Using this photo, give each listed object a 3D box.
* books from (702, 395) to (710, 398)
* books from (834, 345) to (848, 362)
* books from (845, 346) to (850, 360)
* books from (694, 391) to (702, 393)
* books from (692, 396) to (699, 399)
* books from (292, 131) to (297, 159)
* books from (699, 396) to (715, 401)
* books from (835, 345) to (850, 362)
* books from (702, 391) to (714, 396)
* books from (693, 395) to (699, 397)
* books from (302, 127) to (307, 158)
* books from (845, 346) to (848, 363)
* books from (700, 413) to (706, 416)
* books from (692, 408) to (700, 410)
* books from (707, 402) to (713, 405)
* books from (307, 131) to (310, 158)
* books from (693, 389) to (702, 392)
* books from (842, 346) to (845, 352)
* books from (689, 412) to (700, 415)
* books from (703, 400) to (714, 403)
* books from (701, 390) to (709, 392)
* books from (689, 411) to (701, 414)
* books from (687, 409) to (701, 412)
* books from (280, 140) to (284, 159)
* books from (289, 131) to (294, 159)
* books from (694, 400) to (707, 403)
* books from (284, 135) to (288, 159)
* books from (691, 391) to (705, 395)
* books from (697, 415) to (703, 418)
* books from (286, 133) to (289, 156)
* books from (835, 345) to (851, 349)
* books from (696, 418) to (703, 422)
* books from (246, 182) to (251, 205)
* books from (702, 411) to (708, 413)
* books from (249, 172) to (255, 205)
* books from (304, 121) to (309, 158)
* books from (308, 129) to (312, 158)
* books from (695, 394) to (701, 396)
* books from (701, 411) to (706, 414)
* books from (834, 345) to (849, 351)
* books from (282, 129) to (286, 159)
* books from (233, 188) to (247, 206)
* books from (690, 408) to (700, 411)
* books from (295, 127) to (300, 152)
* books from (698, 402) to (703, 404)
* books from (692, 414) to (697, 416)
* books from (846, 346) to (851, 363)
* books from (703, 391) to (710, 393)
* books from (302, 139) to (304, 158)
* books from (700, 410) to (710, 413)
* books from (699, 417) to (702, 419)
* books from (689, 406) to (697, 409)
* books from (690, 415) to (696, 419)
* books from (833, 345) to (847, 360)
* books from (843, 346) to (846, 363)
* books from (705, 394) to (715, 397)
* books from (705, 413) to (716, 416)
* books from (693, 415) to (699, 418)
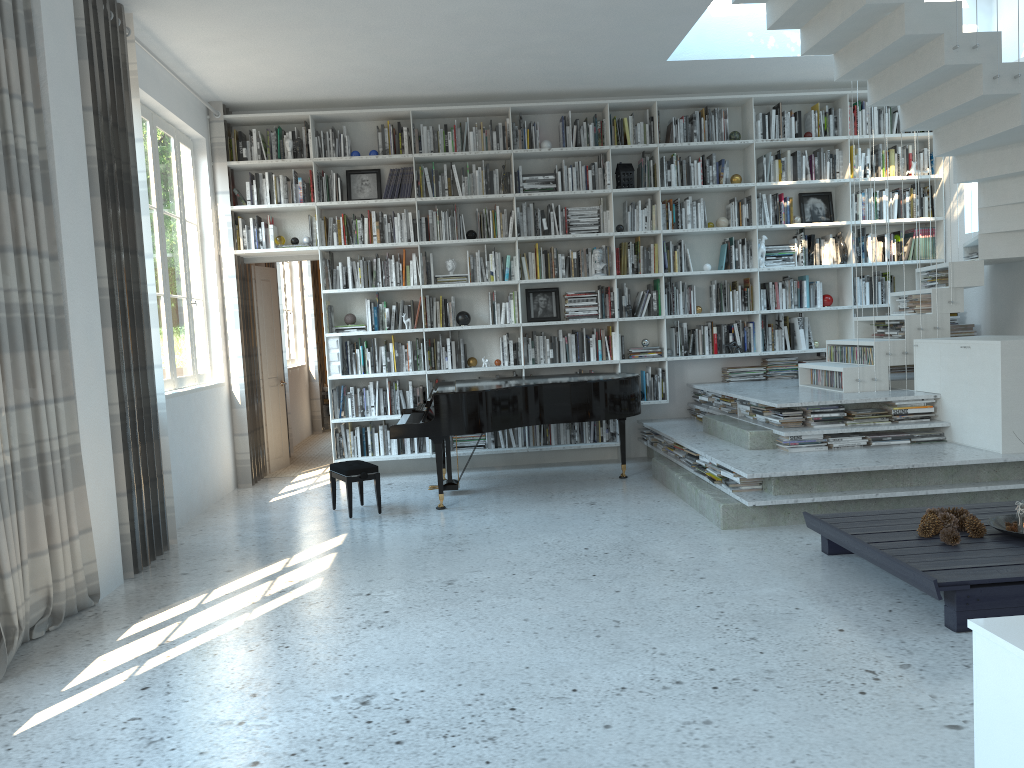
[{"bbox_3d":[1.752,0.101,7.647,0.171,0.007,0.206,-3,4,-1],"label":"books"},{"bbox_3d":[2.614,-0.240,7.024,0.125,0.125,0.008,-3,4,-3],"label":"books"},{"bbox_3d":[2.627,-0.228,6.823,0.125,0.125,0.010,-3,4,-3],"label":"books"},{"bbox_3d":[1.736,0.065,7.935,0.167,0.008,0.234,-3,4,-4],"label":"books"},{"bbox_3d":[1.735,0.118,7.939,0.179,0.012,0.261,-3,4,-3],"label":"books"},{"bbox_3d":[-1.857,-2.025,7.615,0.027,0.259,0.146,-3,4,-3],"label":"books"},{"bbox_3d":[1.742,0.120,7.647,0.189,0.030,0.237,-3,4,-6],"label":"books"},{"bbox_3d":[2.615,-0.239,7.007,0.125,0.125,0.010,-3,4,-3],"label":"books"},{"bbox_3d":[1.756,0.077,7.645,0.163,0.018,0.289,-3,4,-4],"label":"books"},{"bbox_3d":[1.741,0.107,7.938,0.156,0.009,0.287,-3,4,-5],"label":"books"},{"bbox_3d":[-1.769,-2.044,7.623,0.022,0.287,0.175,-3,4,-3],"label":"books"},{"bbox_3d":[2.626,-0.229,6.832,0.125,0.125,0.007,-3,4,-3],"label":"books"},{"bbox_3d":[1.731,0.264,7.671,0.159,0.009,0.228,-3,4,-2],"label":"books"},{"bbox_3d":[1.706,0.215,7.979,0.152,0.015,0.207,-3,4,2],"label":"books"},{"bbox_3d":[1.774,0.161,7.652,0.131,0.021,0.240,-3,4,-1],"label":"books"},{"bbox_3d":[-1.731,-2.032,7.627,0.025,0.260,0.138,-3,4,-3],"label":"books"},{"bbox_3d":[1.736,0.056,7.934,0.159,0.011,0.246,-3,4,-6],"label":"books"},{"bbox_3d":[2.624,-0.231,6.871,0.125,0.125,0.008,-3,4,-3],"label":"books"},{"bbox_3d":[1.709,0.261,7.982,0.170,0.012,0.215,-3,4,-3],"label":"books"},{"bbox_3d":[1.761,0.147,7.650,0.152,0.009,0.259,-3,4,-6],"label":"books"},{"bbox_3d":[1.745,0.051,7.643,0.171,0.020,0.193,-4,4,-8],"label":"books"},{"bbox_3d":[1.711,0.249,7.981,0.158,0.012,0.278,-3,4,-4],"label":"books"},{"bbox_3d":[1.698,0.235,7.980,0.184,0.006,0.262,-3,4,-2],"label":"books"},{"bbox_3d":[-1.960,-1.983,7.612,0.024,0.187,0.159,-3,4,-3],"label":"books"},{"bbox_3d":[-1.881,-2.021,7.617,0.021,0.253,0.179,-3,4,-3],"label":"books"},{"bbox_3d":[1.741,0.149,7.941,0.163,0.017,0.232,-3,4,-1],"label":"books"},{"bbox_3d":[-1.926,-2.005,7.618,0.021,0.226,0.156,-3,4,-3],"label":"books"},{"bbox_3d":[1.727,0.077,7.935,0.171,0.015,0.252,-4,4,-8],"label":"books"},{"bbox_3d":[1.718,0.278,7.671,0.180,0.017,0.182,-3,4,-6],"label":"books"},{"bbox_3d":[-1.903,-2.014,7.606,0.025,0.244,0.167,-3,4,-3],"label":"books"},{"bbox_3d":[2.616,-0.238,6.997,0.125,0.125,0.010,-3,4,-3],"label":"books"},{"bbox_3d":[1.714,0.305,7.673,0.187,0.009,0.260,-3,4,0],"label":"books"},{"bbox_3d":[-2.248,-1.615,7.625,0.034,0.218,0.166,-3,4,-3],"label":"books"},{"bbox_3d":[1.730,0.238,7.669,0.144,0.009,0.249,-3,4,1],"label":"books"},{"bbox_3d":[-2.228,-1.656,7.626,0.011,0.297,0.162,-3,4,-3],"label":"books"},{"bbox_3d":[-1.752,-2.070,7.617,0.014,0.338,0.167,-3,4,-3],"label":"books"},{"bbox_3d":[-1.703,-2.028,7.592,0.024,0.252,0.234,-3,4,-3],"label":"books"},{"bbox_3d":[1.749,0.099,7.938,0.145,0.008,0.297,-3,4,-4],"label":"books"},{"bbox_3d":[1.736,0.251,7.670,0.137,0.018,0.200,-4,4,-7],"label":"books"},{"bbox_3d":[2.615,-0.240,7.017,0.125,0.125,0.008,-3,4,-3],"label":"books"},{"bbox_3d":[-1.945,-2.028,7.616,0.013,0.275,0.158,-3,4,-3],"label":"books"},{"bbox_3d":[-2.326,-1.590,7.632,0.121,0.176,0.129,-3,4,-3],"label":"books"},{"bbox_3d":[1.705,0.227,7.979,0.159,0.009,0.210,-3,4,1],"label":"books"},{"bbox_3d":[-1.838,-2.043,7.627,0.013,0.292,0.154,-3,4,-3],"label":"books"},{"bbox_3d":[1.756,0.164,7.943,0.134,0.014,0.181,-3,4,-6],"label":"books"},{"bbox_3d":[1.720,0.274,7.984,0.147,0.014,0.292,-3,4,-3],"label":"books"},{"bbox_3d":[2.628,-0.227,6.811,0.125,0.125,0.014,-3,4,-3],"label":"books"},{"bbox_3d":[1.757,0.064,7.644,0.159,0.007,0.285,-3,4,-4],"label":"books"},{"bbox_3d":[-1.791,-1.992,7.626,0.028,0.185,0.167,-3,4,-3],"label":"books"},{"bbox_3d":[1.732,0.226,7.668,0.149,0.014,0.228,-3,4,-5],"label":"books"},{"bbox_3d":[1.731,0.292,7.673,0.160,0.014,0.267,-3,4,-4],"label":"books"},{"bbox_3d":[1.699,0.204,7.977,0.174,0.009,0.239,-3,4,-1],"label":"books"},{"bbox_3d":[1.712,0.295,7.985,0.163,0.019,0.187,-3,4,-4],"label":"books"},{"bbox_3d":[2.613,-0.241,7.040,0.125,0.125,0.007,-3,4,-3],"label":"books"},{"bbox_3d":[2.625,-0.230,6.861,0.125,0.125,0.012,-3,4,-3],"label":"books"},{"bbox_3d":[1.758,0.092,7.646,0.143,0.012,0.263,-3,4,2],"label":"books"},{"bbox_3d":[1.733,0.259,7.360,0.181,0.017,0.249,-3,4,-6],"label":"books"},{"bbox_3d":[1.712,0.284,7.984,0.144,0.005,0.257,-3,4,2],"label":"books"}]
